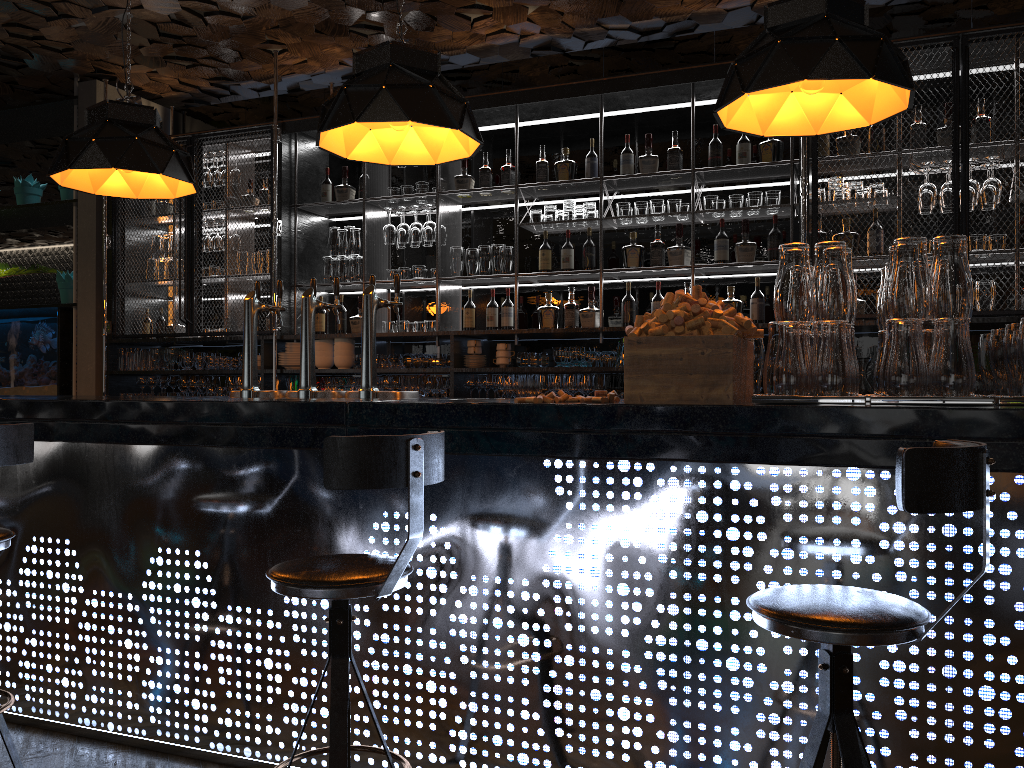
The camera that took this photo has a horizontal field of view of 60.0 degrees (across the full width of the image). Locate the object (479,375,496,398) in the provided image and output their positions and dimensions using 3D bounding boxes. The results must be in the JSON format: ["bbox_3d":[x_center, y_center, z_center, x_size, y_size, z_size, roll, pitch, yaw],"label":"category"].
[{"bbox_3d":[-0.157,0.053,5.739,0.108,0.227,0.108,0,0,-8],"label":"object"}]

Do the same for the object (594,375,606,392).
[{"bbox_3d":[0.560,0.054,5.698,0.091,0.229,0.091,0,0,19],"label":"object"}]

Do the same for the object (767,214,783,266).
[{"bbox_3d":[1.558,-0.854,5.250,0.086,0.299,0.086,0,0,-19],"label":"object"}]

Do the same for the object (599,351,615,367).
[{"bbox_3d":[0.579,-0.152,5.404,0.098,0.097,0.098,0,0,-34],"label":"object"}]

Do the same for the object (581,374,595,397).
[{"bbox_3d":[0.468,0.053,5.485,0.091,0.229,0.091,0,0,-6],"label":"object"}]

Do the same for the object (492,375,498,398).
[{"bbox_3d":[-0.111,0.054,5.848,0.108,0.227,0.108,0,0,-14],"label":"object"}]

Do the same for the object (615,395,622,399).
[{"bbox_3d":[0.642,0.118,5.392,0.067,0.099,0.067,0,0,-6],"label":"object"}]

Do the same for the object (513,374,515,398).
[{"bbox_3d":[0.020,0.051,5.911,0.058,0.234,0.058,0,0,24],"label":"object"}]

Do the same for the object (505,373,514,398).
[{"bbox_3d":[-0.015,0.050,5.675,0.058,0.234,0.058,0,0,25],"label":"object"}]

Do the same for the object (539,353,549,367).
[{"bbox_3d":[0.206,-0.152,5.701,0.058,0.099,0.067,0,0,34],"label":"object"}]

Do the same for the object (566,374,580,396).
[{"bbox_3d":[0.380,0.053,5.522,0.091,0.229,0.091,0,0,-41],"label":"object"}]

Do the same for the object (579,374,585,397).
[{"bbox_3d":[0.458,0.053,5.612,0.091,0.229,0.091,0,0,15],"label":"object"}]

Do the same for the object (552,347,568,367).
[{"bbox_3d":[0.300,-0.166,5.547,0.100,0.125,0.100,0,0,-29],"label":"object"}]

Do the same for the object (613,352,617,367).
[{"bbox_3d":[0.616,-0.151,5.506,0.098,0.097,0.098,0,0,-43],"label":"object"}]

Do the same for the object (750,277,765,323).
[{"bbox_3d":[1.467,-0.489,5.296,0.086,0.298,0.086,0,0,-19],"label":"object"}]

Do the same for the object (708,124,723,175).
[{"bbox_3d":[1.236,-1.425,5.383,0.086,0.299,0.086,0,0,-19],"label":"object"}]

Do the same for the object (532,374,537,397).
[{"bbox_3d":[0.139,0.052,5.663,0.049,0.231,0.049,0,0,26],"label":"object"}]

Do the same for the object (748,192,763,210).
[{"bbox_3d":[1.433,-1.078,5.223,0.089,0.092,0.089,0,0,-29],"label":"object"}]

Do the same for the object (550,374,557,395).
[{"bbox_3d":[0.281,0.053,5.685,0.091,0.229,0.091,0,0,43],"label":"object"}]

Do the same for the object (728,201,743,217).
[{"bbox_3d":[1.374,-1.077,5.443,0.089,0.092,0.089,0,0,7],"label":"object"}]

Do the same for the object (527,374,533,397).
[{"bbox_3d":[0.113,0.051,5.604,0.049,0.231,0.049,0,0,17],"label":"object"}]

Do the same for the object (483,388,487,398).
[{"bbox_3d":[-0.170,0.055,6.003,0.108,0.227,0.108,0,0,-37],"label":"object"}]

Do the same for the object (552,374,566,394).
[{"bbox_3d":[0.295,0.053,5.558,0.091,0.229,0.091,0,0,-21],"label":"object"}]

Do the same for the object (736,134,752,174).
[{"bbox_3d":[1.399,-1.424,5.347,0.086,0.298,0.086,0,0,-19],"label":"object"}]

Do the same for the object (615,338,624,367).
[{"bbox_3d":[0.675,-0.190,5.342,0.101,0.172,0.115,0,0,-38],"label":"object"}]

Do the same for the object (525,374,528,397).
[{"bbox_3d":[0.099,0.052,5.747,0.049,0.231,0.049,0,0,-32],"label":"object"}]

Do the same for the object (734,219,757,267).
[{"bbox_3d":[1.395,-0.843,5.297,0.123,0.279,0.123,0,0,11],"label":"object"}]

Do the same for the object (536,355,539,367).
[{"bbox_3d":[0.139,-0.152,5.750,0.058,0.099,0.067,0,0,25],"label":"object"}]

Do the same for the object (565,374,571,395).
[{"bbox_3d":[0.370,0.053,5.649,0.091,0.229,0.091,0,0,-36],"label":"object"}]

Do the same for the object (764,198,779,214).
[{"bbox_3d":[1.568,-1.077,5.352,0.089,0.092,0.089,0,0,-29],"label":"object"}]

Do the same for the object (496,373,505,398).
[{"bbox_3d":[-0.072,0.050,5.687,0.058,0.234,0.058,0,0,-25],"label":"object"}]

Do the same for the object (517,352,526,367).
[{"bbox_3d":[0.059,-0.153,5.605,0.067,0.099,0.058,0,0,-23],"label":"object"}]

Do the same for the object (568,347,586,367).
[{"bbox_3d":[0.404,-0.166,5.507,0.108,0.126,0.108,0,0,-34],"label":"object"}]

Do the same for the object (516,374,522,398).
[{"bbox_3d":[0.043,0.051,5.632,0.049,0.231,0.049,0,0,33],"label":"object"}]

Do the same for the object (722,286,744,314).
[{"bbox_3d":[1.318,-0.464,5.340,0.151,0.248,0.094,0,0,31],"label":"object"}]

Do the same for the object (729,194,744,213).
[{"bbox_3d":[1.340,-1.077,5.301,0.089,0.092,0.089,0,0,21],"label":"object"}]

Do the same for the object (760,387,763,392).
[{"bbox_3d":[1.458,0.094,5.351,0.106,0.148,0.106,0,0,-29],"label":"object"}]

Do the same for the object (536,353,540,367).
[{"bbox_3d":[0.163,-0.151,5.814,0.067,0.099,0.058,0,0,-18],"label":"object"}]

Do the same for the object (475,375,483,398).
[{"bbox_3d":[-0.217,0.054,5.890,0.108,0.227,0.108,0,0,1],"label":"object"}]

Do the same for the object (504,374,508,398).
[{"bbox_3d":[-0.038,0.050,5.766,0.058,0.234,0.058,0,0,45],"label":"object"}]

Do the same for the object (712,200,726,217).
[{"bbox_3d":[1.269,-1.077,5.448,0.089,0.092,0.089,0,0,-24],"label":"object"}]

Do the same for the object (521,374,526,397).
[{"bbox_3d":[0.069,0.052,5.693,0.049,0.231,0.049,0,0,31],"label":"object"}]

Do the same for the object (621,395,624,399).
[{"bbox_3d":[0.688,0.119,5.508,0.067,0.099,0.067,0,0,-6],"label":"object"}]

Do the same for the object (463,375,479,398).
[{"bbox_3d":[-0.265,0.053,5.781,0.108,0.227,0.108,0,0,13],"label":"object"}]

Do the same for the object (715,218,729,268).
[{"bbox_3d":[1.272,-0.853,5.369,0.086,0.298,0.086,0,0,-19],"label":"object"}]

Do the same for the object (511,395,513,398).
[{"bbox_3d":[-0.011,0.051,5.834,0.058,0.234,0.058,0,0,-3],"label":"object"}]

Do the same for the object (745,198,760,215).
[{"bbox_3d":[1.462,-1.077,5.381,0.089,0.092,0.089,0,0,7],"label":"object"}]

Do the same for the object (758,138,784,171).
[{"bbox_3d":[1.535,-1.398,5.258,0.094,0.248,0.151,0,0,-39],"label":"object"}]

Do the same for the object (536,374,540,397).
[{"bbox_3d":[0.168,0.052,5.722,0.049,0.231,0.049,0,0,30],"label":"object"}]

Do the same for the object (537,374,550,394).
[{"bbox_3d":[0.197,0.053,5.591,0.091,0.229,0.091,0,0,8],"label":"object"}]

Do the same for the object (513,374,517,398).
[{"bbox_3d":[0.030,0.050,5.759,0.058,0.234,0.058,0,0,-35],"label":"object"}]

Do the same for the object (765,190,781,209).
[{"bbox_3d":[1.529,-1.078,5.191,0.089,0.092,0.089,0,0,7],"label":"object"}]
